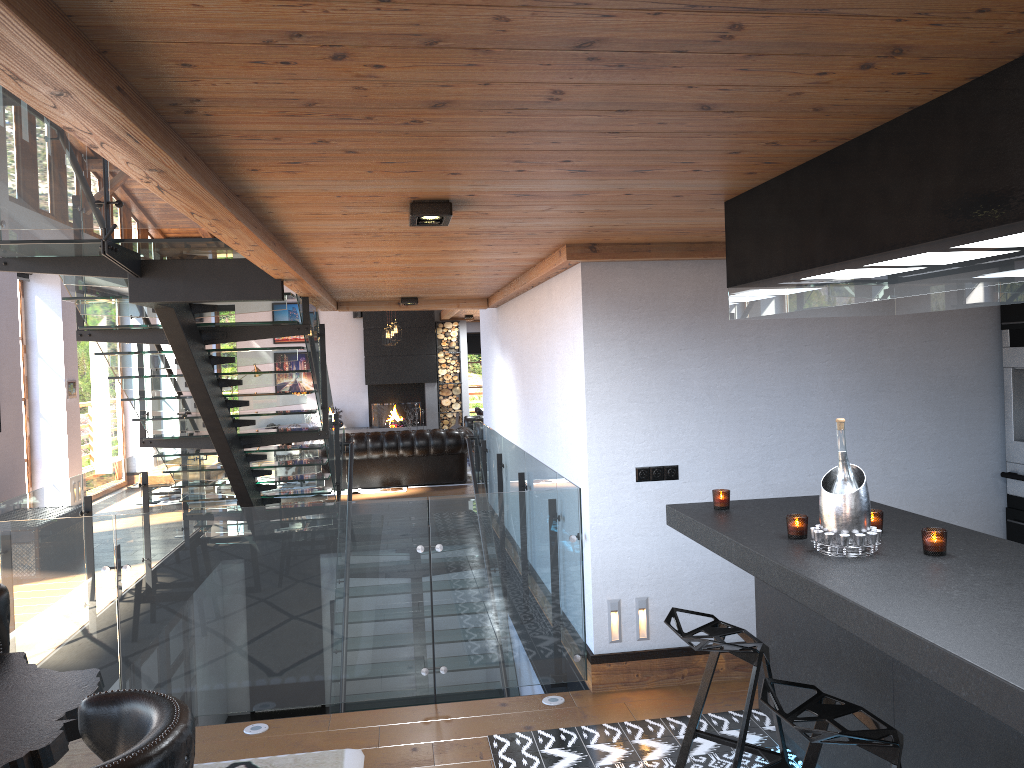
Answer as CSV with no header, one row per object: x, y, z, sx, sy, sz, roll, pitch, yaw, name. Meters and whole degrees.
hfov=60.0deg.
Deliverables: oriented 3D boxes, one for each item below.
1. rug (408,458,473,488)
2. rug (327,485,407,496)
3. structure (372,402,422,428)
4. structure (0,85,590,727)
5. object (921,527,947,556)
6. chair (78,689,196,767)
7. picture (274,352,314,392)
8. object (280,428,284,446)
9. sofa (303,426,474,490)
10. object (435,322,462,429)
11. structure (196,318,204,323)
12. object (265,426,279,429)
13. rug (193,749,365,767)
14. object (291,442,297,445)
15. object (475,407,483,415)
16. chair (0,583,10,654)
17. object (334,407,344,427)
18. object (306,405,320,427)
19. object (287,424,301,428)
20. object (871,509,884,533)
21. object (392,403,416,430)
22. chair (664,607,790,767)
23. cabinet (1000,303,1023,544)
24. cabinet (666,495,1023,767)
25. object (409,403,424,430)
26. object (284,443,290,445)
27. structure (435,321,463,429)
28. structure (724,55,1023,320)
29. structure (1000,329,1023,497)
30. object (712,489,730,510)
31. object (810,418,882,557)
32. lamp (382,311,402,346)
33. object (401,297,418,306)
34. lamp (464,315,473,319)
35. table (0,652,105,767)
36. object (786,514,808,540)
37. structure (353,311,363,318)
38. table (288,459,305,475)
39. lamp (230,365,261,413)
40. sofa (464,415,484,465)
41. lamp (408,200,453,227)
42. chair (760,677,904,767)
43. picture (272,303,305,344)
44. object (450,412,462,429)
-0.527,1.381,14.933,2.440,0.053,4.032,-2,2,-7,rug
-3.483,1.526,13.361,3.821,0.053,2.424,-2,2,-8,rug
-2.300,0.636,17.703,0.986,0.514,0.183,-2,1,-9,structure
-4.144,1.391,5.854,9.244,6.397,10.989,-2,1,-8,structure
1.391,0.520,2.919,0.080,0.081,0.078,-3,2,-43,object
-0.902,1.228,1.734,0.570,1.092,0.502,-2,1,-9,chair
-4.307,-0.228,17.773,0.882,0.816,0.036,-2,1,-9,picture
-3.459,0.804,13.364,0.087,0.286,0.087,-2,1,4,object
-1.779,1.081,13.119,2.576,0.838,1.235,-2,1,-9,sofa
-1.282,0.049,17.998,0.495,2.611,0.465,-2,1,-8,object
-6.178,-1.381,17.391,0.214,0.349,0.213,-2,1,-8,structure
-4.706,0.862,17.448,0.401,0.183,0.229,-1,2,36,object
-1.571,1.812,1.205,2.561,0.047,5.613,-2,2,-8,rug
-3.283,0.799,13.321,0.088,0.286,0.086,-3,1,-31,object
-0.605,0.593,17.005,0.148,0.319,0.251,-1,1,33,object
-1.895,1.232,2.835,0.506,1.092,0.566,-2,1,-9,chair
-3.526,0.675,17.626,0.339,0.455,0.336,-2,1,17,object
-3.950,0.666,17.494,0.262,0.532,0.422,-3,1,-39,object
-4.316,0.858,17.528,0.282,0.160,0.258,-2,1,-6,object
1.341,0.511,3.297,0.080,0.081,0.078,-3,2,-43,object
-1.734,0.694,14.667,0.406,0.808,0.621,-2,1,3,object
0.810,1.256,3.170,0.471,0.839,0.537,-2,1,-8,chair
3.487,0.428,1.958,0.545,2.380,6.409,-2,1,-7,cabinet
1.478,1.141,1.780,0.892,1.103,4.785,-2,2,-8,cabinet
-1.863,0.882,17.396,0.304,1.017,0.311,-1,1,37,object
-3.386,0.803,13.309,0.086,0.286,0.088,-1,1,32,object
-1.274,0.043,17.990,0.503,2.616,0.510,-2,1,-8,structure
1.408,-0.467,1.943,0.713,0.476,3.240,-2,2,-8,structure
2.915,0.167,4.793,0.256,0.945,0.595,-2,1,-8,structure
0.923,0.509,3.906,0.078,0.081,0.080,-1,1,27,object
1.123,0.341,2.999,0.227,0.452,0.224,-2,1,-8,object
-2.113,-1.770,15.205,0.263,2.201,0.797,-2,1,-17,lamp
-0.931,-0.754,8.031,0.156,0.068,0.260,-2,2,-8,object
-0.837,-1.311,17.188,0.156,0.068,0.260,-2,2,-8,lamp
-1.605,1.367,0.870,1.434,0.949,3.784,-2,2,-8,table
1.045,0.523,3.248,0.080,0.081,0.078,-3,2,-43,object
-3.105,-1.500,17.870,0.214,0.349,0.213,-2,1,-8,structure
-3.360,1.243,13.394,0.407,0.609,0.416,-2,1,-8,table
-5.132,0.578,16.495,0.524,1.898,1.329,-2,1,13,lamp
-0.148,0.959,15.526,1.244,0.838,2.557,-2,1,-8,sofa
-0.310,-0.648,3.345,0.156,0.068,0.260,-2,2,-8,lamp
0.952,1.271,2.430,0.471,0.839,0.536,-2,1,-11,chair
-4.342,-1.222,17.758,0.882,0.816,0.036,-2,1,-9,picture
-1.109,0.964,17.711,0.270,0.795,0.261,-2,1,-25,object
